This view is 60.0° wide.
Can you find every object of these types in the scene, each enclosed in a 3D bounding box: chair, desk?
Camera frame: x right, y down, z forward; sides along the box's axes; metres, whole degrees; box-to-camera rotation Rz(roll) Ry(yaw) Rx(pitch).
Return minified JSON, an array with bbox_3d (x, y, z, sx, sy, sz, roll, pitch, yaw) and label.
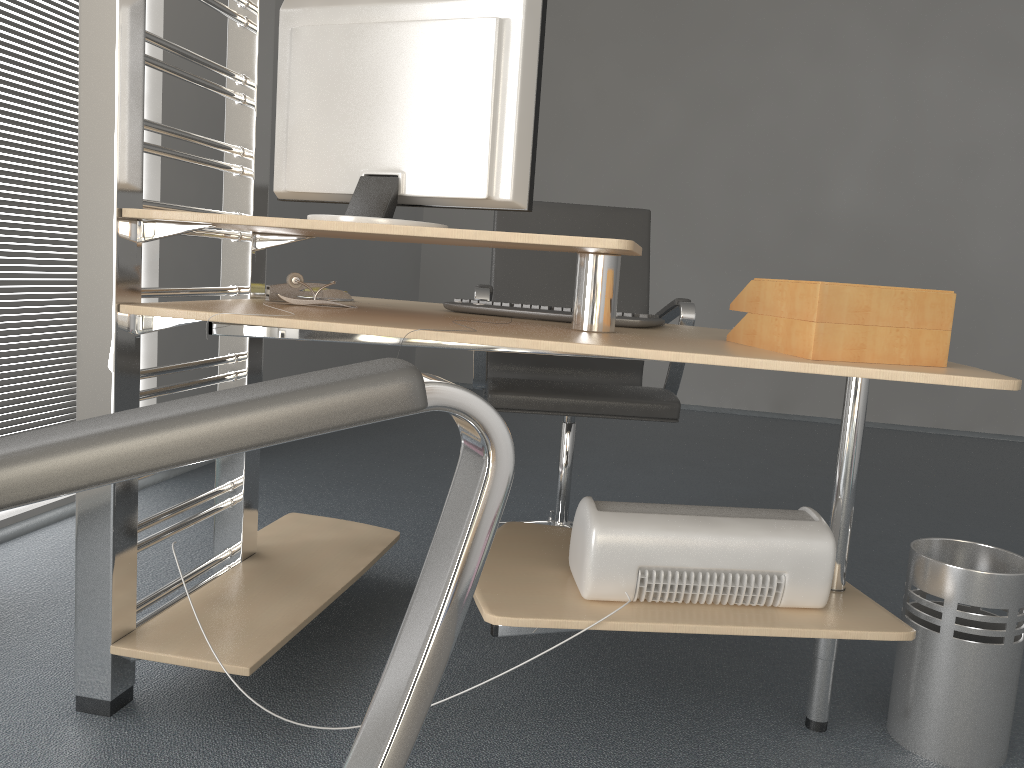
[{"bbox_3d":[-0.083,0.288,0.166,0.652,1.048,0.584,1,8,-24],"label":"chair"},{"bbox_3d":[0.084,-0.176,1.812,1.469,1.566,0.967,5,8,10],"label":"desk"},{"bbox_3d":[0.168,-0.001,2.521,0.584,1.048,0.652,4,7,-3],"label":"chair"}]

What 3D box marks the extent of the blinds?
[{"bbox_3d":[-1.434,-1.008,2.006,0.022,2.770,1.950,5,8,10],"label":"blinds"}]

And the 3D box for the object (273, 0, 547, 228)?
[{"bbox_3d":[-0.229,-0.483,1.538,0.516,0.418,0.245,9,9,32],"label":"object"}]

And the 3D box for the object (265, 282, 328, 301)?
[{"bbox_3d":[-0.459,-0.197,1.899,0.134,0.042,0.022,-2,9,-37],"label":"object"}]

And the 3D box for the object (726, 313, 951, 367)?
[{"bbox_3d":[0.531,-0.082,1.484,0.225,0.060,0.309,3,8,-10],"label":"object"}]

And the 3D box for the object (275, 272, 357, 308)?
[{"bbox_3d":[-0.400,-0.192,1.811,0.159,0.064,0.054,1,8,-22],"label":"object"}]

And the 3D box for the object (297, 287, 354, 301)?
[{"bbox_3d":[-0.440,-0.213,2.094,0.132,0.026,0.132,5,8,11],"label":"object"}]

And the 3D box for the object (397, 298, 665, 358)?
[{"bbox_3d":[0.006,-0.107,1.714,0.478,0.082,0.814,6,8,18],"label":"object"}]

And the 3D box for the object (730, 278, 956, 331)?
[{"bbox_3d":[0.535,-0.138,1.477,0.225,0.060,0.309,3,8,-10],"label":"object"}]

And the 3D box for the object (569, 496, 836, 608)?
[{"bbox_3d":[0.327,0.283,1.671,0.438,0.162,0.351,3,7,-5],"label":"object"}]

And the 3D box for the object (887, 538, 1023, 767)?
[{"bbox_3d":[0.842,0.504,1.675,0.208,0.377,0.208,-1,9,-36],"label":"object"}]
